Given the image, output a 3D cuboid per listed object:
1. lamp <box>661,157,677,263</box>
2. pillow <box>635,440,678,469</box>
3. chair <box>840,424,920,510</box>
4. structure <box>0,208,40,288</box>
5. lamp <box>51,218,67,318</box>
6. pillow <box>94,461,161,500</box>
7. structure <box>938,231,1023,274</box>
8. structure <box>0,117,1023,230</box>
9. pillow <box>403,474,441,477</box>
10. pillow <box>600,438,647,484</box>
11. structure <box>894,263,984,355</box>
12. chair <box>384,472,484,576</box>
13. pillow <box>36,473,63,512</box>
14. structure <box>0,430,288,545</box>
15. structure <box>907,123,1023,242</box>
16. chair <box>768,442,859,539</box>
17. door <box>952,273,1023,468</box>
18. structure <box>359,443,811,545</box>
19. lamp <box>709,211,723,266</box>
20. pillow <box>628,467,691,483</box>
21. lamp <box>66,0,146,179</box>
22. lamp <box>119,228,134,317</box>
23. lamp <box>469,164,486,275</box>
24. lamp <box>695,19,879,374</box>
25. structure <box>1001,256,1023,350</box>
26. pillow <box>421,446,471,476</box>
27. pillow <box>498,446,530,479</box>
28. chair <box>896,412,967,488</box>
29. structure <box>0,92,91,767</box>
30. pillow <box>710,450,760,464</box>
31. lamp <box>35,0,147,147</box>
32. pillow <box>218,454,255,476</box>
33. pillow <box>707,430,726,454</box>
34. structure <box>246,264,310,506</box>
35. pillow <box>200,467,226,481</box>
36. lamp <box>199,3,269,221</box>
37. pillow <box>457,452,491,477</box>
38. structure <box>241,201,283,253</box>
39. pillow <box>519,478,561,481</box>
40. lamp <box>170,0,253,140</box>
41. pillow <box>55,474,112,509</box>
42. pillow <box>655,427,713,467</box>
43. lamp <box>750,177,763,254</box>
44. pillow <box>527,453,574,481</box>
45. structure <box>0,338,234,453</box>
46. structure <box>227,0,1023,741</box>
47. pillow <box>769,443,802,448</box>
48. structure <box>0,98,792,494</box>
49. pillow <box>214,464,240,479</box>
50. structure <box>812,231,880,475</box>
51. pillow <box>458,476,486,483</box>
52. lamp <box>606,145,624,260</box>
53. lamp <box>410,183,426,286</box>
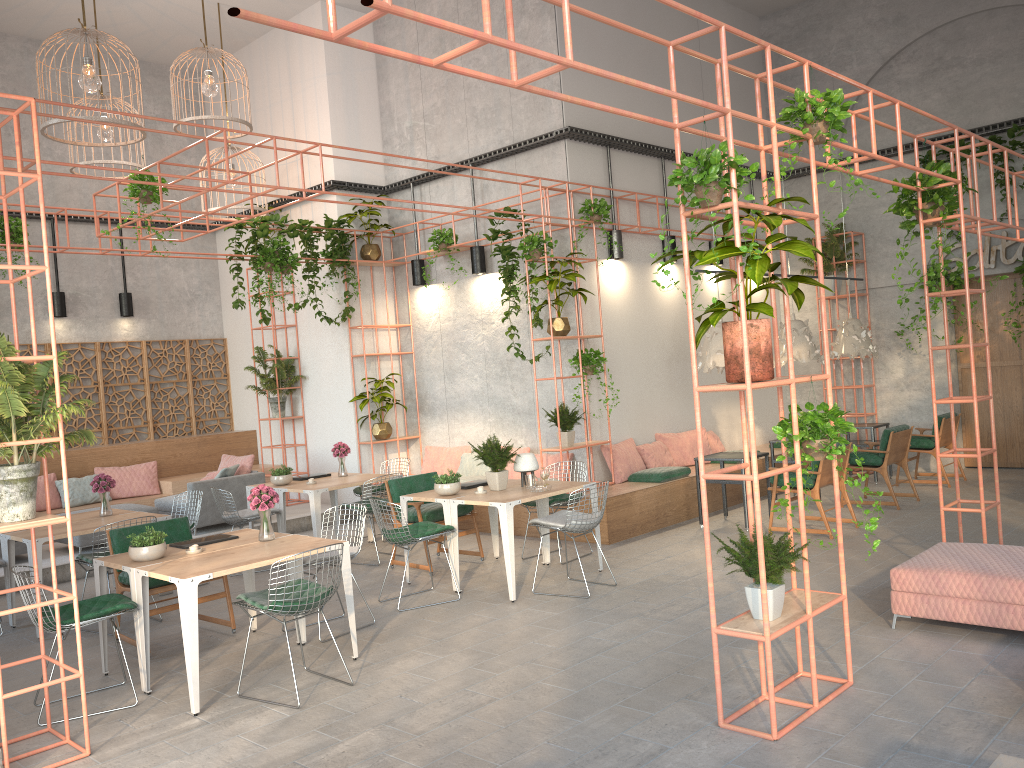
[{"bbox_3d":[2.094,-2.360,12.017,0.185,1.425,0.179,-4,1,44],"label":"lamp"},{"bbox_3d":[1.854,0.940,11.349,0.289,0.385,0.666,-4,1,39],"label":"pillow"},{"bbox_3d":[4.377,0.977,10.601,0.685,0.930,0.722,-4,1,44],"label":"chair"},{"bbox_3d":[-6.933,-1.871,11.502,0.670,1.290,1.434,-4,1,44],"label":"structure"},{"bbox_3d":[-6.635,-1.686,12.891,0.185,1.436,0.185,-5,1,-5],"label":"lamp"},{"bbox_3d":[-5.448,1.374,12.561,0.839,0.474,0.276,-5,1,-26],"label":"pillow"},{"bbox_3d":[6.543,-1.835,12.197,1.312,0.505,0.063,-4,1,44],"label":"structure"},{"bbox_3d":[-0.474,-2.854,8.428,15.603,0.110,15.203,-4,1,44],"label":"structure"},{"bbox_3d":[-1.254,1.311,12.070,0.637,0.149,0.491,-4,1,45],"label":"pillow"},{"bbox_3d":[1.390,0.935,10.901,0.276,0.474,0.839,-4,1,34],"label":"pillow"},{"bbox_3d":[6.117,-1.195,12.738,0.950,1.527,0.921,-5,1,-13],"label":"structure"},{"bbox_3d":[-0.810,1.394,9.055,0.685,0.917,0.722,-4,1,44],"label":"chair"},{"bbox_3d":[-6.335,1.455,11.640,0.276,0.474,0.839,-4,1,34],"label":"pillow"},{"bbox_3d":[-6.531,1.535,10.513,3.396,1.111,9.152,-4,1,44],"label":"structure"},{"bbox_3d":[6.408,-2.663,12.106,1.939,1.514,0.856,-4,1,38],"label":"structure"},{"bbox_3d":[3.152,1.089,9.328,0.685,0.929,0.722,-4,1,44],"label":"chair"},{"bbox_3d":[7.192,-0.197,12.717,1.360,2.729,0.551,-4,1,44],"label":"door"},{"bbox_3d":[1.459,1.385,13.068,4.386,0.500,5.831,-4,1,44],"label":"structure"},{"bbox_3d":[2.923,-2.435,12.878,0.185,1.425,0.179,-4,1,44],"label":"lamp"},{"bbox_3d":[1.783,1.093,10.687,0.491,0.149,0.637,-4,1,45],"label":"pillow"},{"bbox_3d":[-5.176,-4.386,11.069,0.883,3.476,0.883,-4,1,7],"label":"lamp"},{"bbox_3d":[-5.958,-1.748,13.595,0.185,1.436,0.179,-4,1,44],"label":"lamp"},{"bbox_3d":[-0.482,-2.153,11.580,0.179,1.425,0.185,-4,1,44],"label":"lamp"},{"bbox_3d":[3.474,-2.238,11.242,0.704,4.052,4.456,-4,1,44],"label":"lamp"},{"bbox_3d":[7.096,-1.240,11.852,0.950,1.527,0.921,-4,1,42],"label":"structure"},{"bbox_3d":[-0.923,1.095,12.321,0.839,0.474,0.276,-4,1,34],"label":"pillow"},{"bbox_3d":[-0.034,1.038,11.400,0.276,0.474,0.839,-5,1,-26],"label":"pillow"},{"bbox_3d":[5.576,0.867,11.848,0.685,0.930,0.722,-4,1,44],"label":"chair"},{"bbox_3d":[-2.812,0.268,4.899,0.624,3.602,0.424,-4,1,44],"label":"structure"},{"bbox_3d":[2.980,0.984,11.932,0.491,0.149,0.637,-4,1,45],"label":"pillow"},{"bbox_3d":[-3.964,-4.022,8.113,0.883,3.476,0.883,-4,1,7],"label":"lamp"},{"bbox_3d":[-3.797,1.203,12.074,0.836,0.476,0.273,-4,1,44],"label":"pillow"},{"bbox_3d":[2.741,0.858,12.271,0.289,0.385,0.666,-4,1,39],"label":"pillow"},{"bbox_3d":[-3.526,0.009,13.393,0.624,3.596,0.424,-4,1,44],"label":"structure"},{"bbox_3d":[-4.062,1.290,11.965,0.479,0.317,0.441,-4,1,25],"label":"pillow"},{"bbox_3d":[-3.965,-4.077,12.267,0.883,3.476,0.883,-4,1,7],"label":"lamp"},{"bbox_3d":[-0.473,1.114,11.860,0.666,0.385,0.289,-4,1,39],"label":"pillow"},{"bbox_3d":[-3.756,-2.323,13.212,0.903,0.803,0.934,-4,1,16],"label":"structure"},{"bbox_3d":[0.228,1.215,10.635,0.637,0.149,0.491,-4,1,45],"label":"pillow"},{"bbox_3d":[-3.636,-4.715,10.383,0.883,3.476,0.883,-4,1,7],"label":"lamp"},{"bbox_3d":[-5.851,1.458,12.109,0.289,0.385,0.666,-4,1,39],"label":"pillow"},{"bbox_3d":[2.308,0.852,11.792,0.839,0.474,0.276,-5,1,-26],"label":"pillow"},{"bbox_3d":[3.759,-2.512,13.747,0.185,1.425,0.179,-4,1,44],"label":"lamp"},{"bbox_3d":[0.447,1.054,10.969,0.666,0.385,0.289,-4,1,39],"label":"pillow"},{"bbox_3d":[-7.604,0.549,11.874,0.132,2.103,9.782,-4,1,44],"label":"structure"},{"bbox_3d":[3.719,-0.262,5.016,4.157,4.247,14.689,-4,1,44],"label":"structure"},{"bbox_3d":[4.207,0.871,13.207,0.491,0.149,0.637,-4,1,45],"label":"pillow"},{"bbox_3d":[-0.640,-0.566,11.398,4.501,4.345,14.096,-4,1,43],"label":"structure"},{"bbox_3d":[-3.778,1.254,11.612,0.308,0.349,0.495,-4,1,4],"label":"pillow"},{"bbox_3d":[5.062,-0.455,13.417,0.630,3.597,0.430,-4,1,44],"label":"structure"},{"bbox_3d":[-0.502,1.262,11.342,0.637,0.149,0.491,-4,1,45],"label":"pillow"},{"bbox_3d":[1.258,-2.283,11.148,0.185,1.425,0.179,-4,1,44],"label":"lamp"},{"bbox_3d":[-1.349,-2.097,12.420,0.179,1.425,0.185,-4,1,44],"label":"lamp"}]
